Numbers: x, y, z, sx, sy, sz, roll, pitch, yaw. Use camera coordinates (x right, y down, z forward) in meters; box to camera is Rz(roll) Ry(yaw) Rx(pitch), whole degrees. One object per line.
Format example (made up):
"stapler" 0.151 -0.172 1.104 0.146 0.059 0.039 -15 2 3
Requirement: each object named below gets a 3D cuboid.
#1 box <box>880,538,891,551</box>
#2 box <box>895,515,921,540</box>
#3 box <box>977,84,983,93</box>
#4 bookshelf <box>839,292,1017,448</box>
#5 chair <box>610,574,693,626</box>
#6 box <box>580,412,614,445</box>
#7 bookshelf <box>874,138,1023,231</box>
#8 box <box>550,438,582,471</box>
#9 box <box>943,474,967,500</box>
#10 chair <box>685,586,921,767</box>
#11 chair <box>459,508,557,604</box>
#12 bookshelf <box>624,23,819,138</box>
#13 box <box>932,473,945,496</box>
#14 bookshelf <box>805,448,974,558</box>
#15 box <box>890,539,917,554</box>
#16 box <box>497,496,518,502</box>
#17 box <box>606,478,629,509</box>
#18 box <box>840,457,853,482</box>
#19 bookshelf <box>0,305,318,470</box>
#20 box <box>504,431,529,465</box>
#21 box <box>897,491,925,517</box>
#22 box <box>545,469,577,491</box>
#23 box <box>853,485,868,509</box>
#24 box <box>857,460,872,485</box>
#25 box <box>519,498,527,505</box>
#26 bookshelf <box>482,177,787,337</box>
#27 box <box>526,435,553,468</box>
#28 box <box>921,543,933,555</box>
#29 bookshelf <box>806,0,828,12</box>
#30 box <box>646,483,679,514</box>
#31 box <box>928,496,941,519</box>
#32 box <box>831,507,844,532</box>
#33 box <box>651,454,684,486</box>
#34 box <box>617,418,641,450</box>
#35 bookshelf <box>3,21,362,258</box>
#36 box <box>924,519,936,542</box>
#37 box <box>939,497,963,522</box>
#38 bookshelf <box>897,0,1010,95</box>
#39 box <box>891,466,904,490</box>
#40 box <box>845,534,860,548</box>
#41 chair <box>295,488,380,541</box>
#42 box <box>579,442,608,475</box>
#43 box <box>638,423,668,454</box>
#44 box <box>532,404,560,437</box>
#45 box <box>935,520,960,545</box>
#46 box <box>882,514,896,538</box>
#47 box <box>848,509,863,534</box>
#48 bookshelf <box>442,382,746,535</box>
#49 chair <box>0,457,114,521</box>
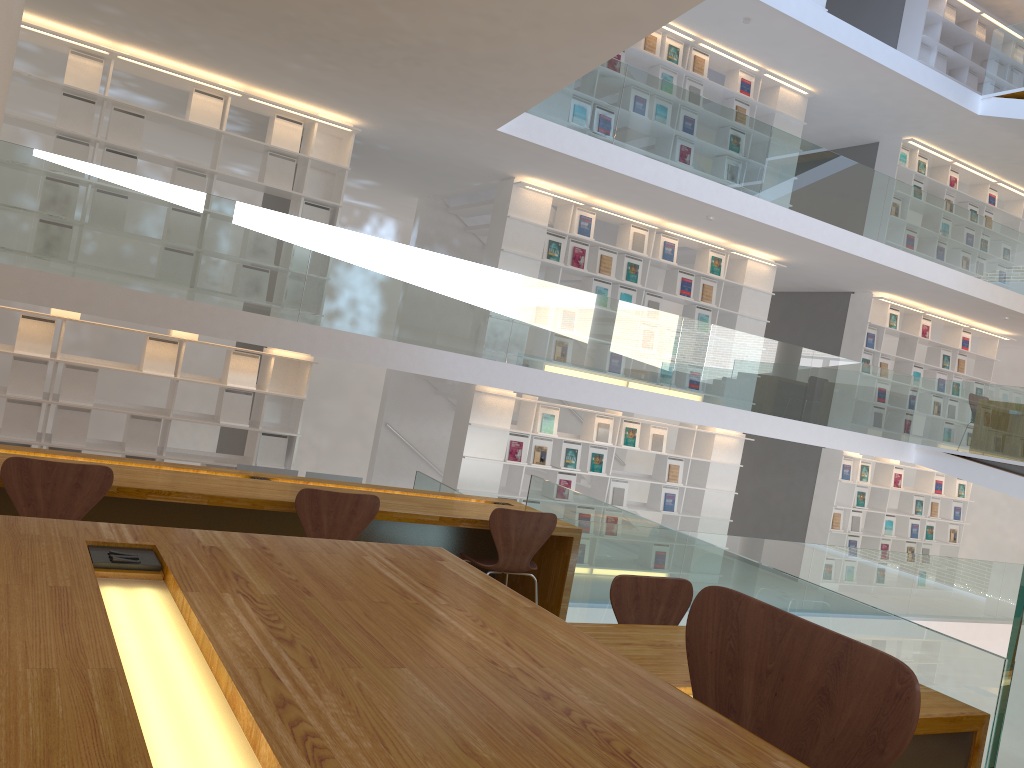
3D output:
"box" 5.020 2.238 12.139 0.245 0.296 0.274 10 0 -30
"box" 5.550 2.001 12.413 0.245 0.296 0.274 10 0 -30
"box" 6.668 -4.019 12.404 0.245 0.296 0.274 10 0 -30
"bookshelf" 5.691 -0.053 12.195 2.984 1.836 0.498 10 0 -30
"chair" 0.545 1.070 3.132 0.428 0.693 0.381 10 0 -30
"box" 0.935 0.481 9.569 0.245 0.296 0.274 10 0 -30
"bookshelf" 6.065 -2.066 12.192 2.984 1.836 0.498 10 0 -30
"box" 0.575 0.741 9.394 0.245 0.296 0.274 10 0 -30
"box" 6.427 1.495 12.855 0.245 0.296 0.274 10 0 -30
"chair" 0.178 0.629 1.107 0.381 0.693 0.428 10 0 -30
"chair" -0.074 0.952 4.556 0.428 0.693 0.381 10 0 -30
"bookshelf" 1.748 -2.863 9.669 3.666 1.836 0.498 10 0 -30
"box" 5.979 1.413 12.593 0.245 0.296 0.274 10 0 -30
"bookshelf" 5.315 1.973 12.198 2.984 1.836 0.498 10 0 -30
"box" 5.502 2.327 12.421 0.245 0.296 0.274 10 0 -30
"box" -0.107 1.291 9.067 0.245 0.296 0.274 10 0 -30
"box" 1.119 1.183 9.748 0.245 0.296 0.274 10 0 -30
"box" 4.297 1.104 11.609 0.245 0.296 0.274 10 0 -30
"bookshelf" -3.234 0.393 7.196 2.984 1.836 0.498 10 0 -30
"box" 0.010 0.643 9.064 0.245 0.296 0.274 10 0 -30
"box" 5.610 1.679 12.413 0.245 0.296 0.274 10 0 -30
"box" 0.520 1.065 9.397 0.245 0.296 0.274 10 0 -30
"box" 4.576 1.483 11.807 0.245 0.296 0.274 10 0 -30
"box" 4.615 1.161 11.795 0.245 0.296 0.274 10 0 -30
"box" 0.145 1.338 9.214 0.245 0.296 0.274 10 0 -30
"bookshelf" 1.374 -0.850 9.673 3.666 1.836 0.498 10 0 -30
"box" 0.263 0.691 9.226 0.245 0.296 0.274 10 0 -30
"box" 5.807 2.383 12.599 0.245 0.296 0.274 10 0 -30
"bookshelf" 2.116 -4.844 9.666 3.666 1.836 0.498 10 0 -30
"box" 1.737 1.297 10.110 0.245 0.296 0.274 10 0 -30
"box" 5.919 1.735 12.593 0.245 0.296 0.274 10 0 -30
"box" 4.176 1.747 11.609 0.245 0.296 0.274 10 0 -30
"box" 1.795 0.974 10.108 0.245 0.296 0.274 10 0 -30
"box" 1.252 0.539 9.755 0.245 0.296 0.274 10 0 -30
"bookshelf" -2.858 -1.633 7.192 2.984 1.836 0.498 10 0 -30
"box" 5.850 2.057 12.589 0.245 0.296 0.274 10 0 -30
"box" 6.367 1.817 12.855 0.245 0.296 0.274 10 0 -30
"bookshelf" 6.433 -4.047 12.189 2.984 1.836 0.498 10 0 -30
"box" 5.194 1.266 12.131 0.245 0.296 0.274 10 0 -30
"box" 4.469 2.136 11.817 0.245 0.296 0.274 10 0 -30
"chair" -0.902 0.799 4.072 0.428 0.693 0.381 10 0 -30
"box" 0.869 0.803 9.566 0.245 0.296 0.274 10 0 -30
"box" -1.665 1.774 8.230 7.125 3.764 0.498 10 0 -30
"box" 0.329 0.368 9.215 0.245 0.296 0.274 10 0 -30
"box" 6.318 2.143 12.863 0.245 0.296 0.274 10 0 -30
"box" 5.092 1.916 12.145 0.245 0.296 0.274 10 0 -30
"box" 4.496 1.806 11.797 0.245 0.296 0.274 10 0 -30
"bookshelf" 0.973 1.171 9.720 3.666 1.836 0.397 10 0 -30
"chair" -1.874 0.620 3.547 0.428 0.693 0.381 10 0 -30
